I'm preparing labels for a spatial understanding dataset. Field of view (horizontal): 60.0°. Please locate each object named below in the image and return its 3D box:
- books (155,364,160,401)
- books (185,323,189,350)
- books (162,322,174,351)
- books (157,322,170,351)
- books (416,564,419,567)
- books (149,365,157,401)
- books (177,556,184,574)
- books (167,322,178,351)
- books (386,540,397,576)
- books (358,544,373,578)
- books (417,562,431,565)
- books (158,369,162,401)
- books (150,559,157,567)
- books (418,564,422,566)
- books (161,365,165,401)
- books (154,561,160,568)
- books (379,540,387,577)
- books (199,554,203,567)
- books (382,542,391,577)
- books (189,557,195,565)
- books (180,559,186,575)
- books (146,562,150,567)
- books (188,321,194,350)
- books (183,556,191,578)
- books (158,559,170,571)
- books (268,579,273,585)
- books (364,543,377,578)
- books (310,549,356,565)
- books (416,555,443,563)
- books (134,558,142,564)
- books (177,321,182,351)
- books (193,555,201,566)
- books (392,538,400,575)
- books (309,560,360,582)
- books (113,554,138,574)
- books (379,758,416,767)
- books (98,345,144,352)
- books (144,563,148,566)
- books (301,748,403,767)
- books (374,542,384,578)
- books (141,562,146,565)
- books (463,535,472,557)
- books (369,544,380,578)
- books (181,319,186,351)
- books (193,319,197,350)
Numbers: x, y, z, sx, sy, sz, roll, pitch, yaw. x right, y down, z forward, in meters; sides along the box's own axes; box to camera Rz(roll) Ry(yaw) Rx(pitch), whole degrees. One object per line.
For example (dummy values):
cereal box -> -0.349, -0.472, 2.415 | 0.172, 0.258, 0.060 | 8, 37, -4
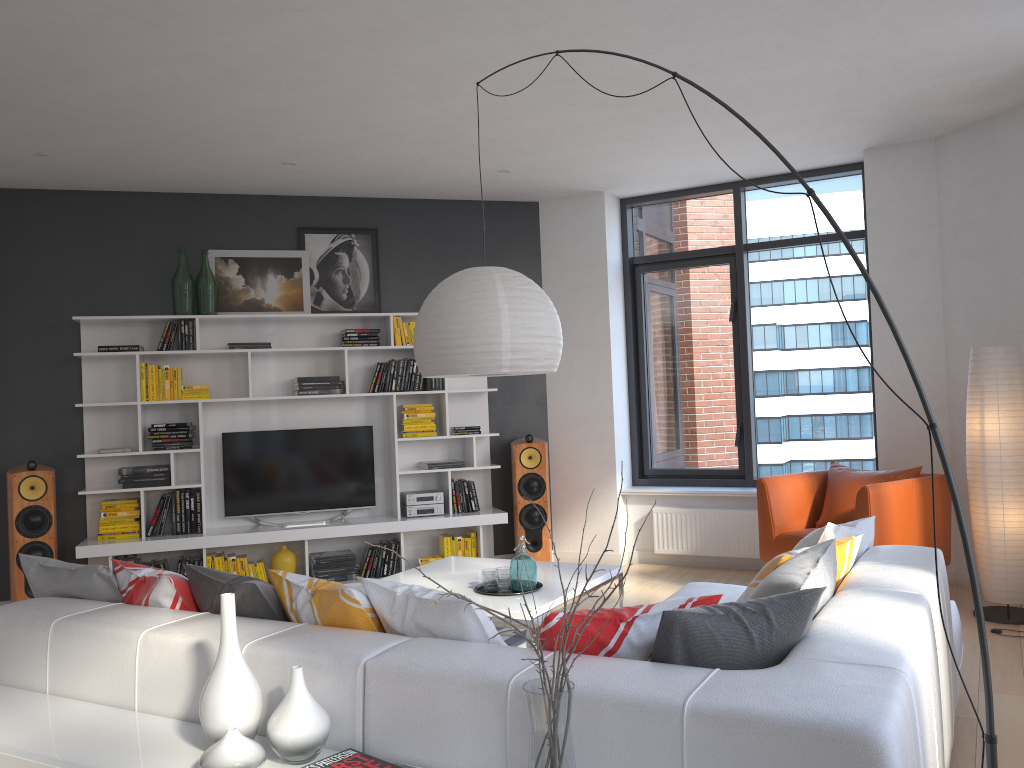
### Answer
books -> -2.537, -0.006, 6.364 | 0.015, 0.263, 0.199 | -2, -1, -17
books -> -2.348, -0.333, 6.414 | 0.021, 0.200, 0.147 | -2, -1, -17
books -> -2.472, -0.334, 6.389 | 0.087, 0.214, 0.171 | -2, -1, -16
books -> -2.501, -0.334, 6.374 | 0.096, 0.213, 0.166 | -2, -1, -18
books -> -0.625, 1.387, 6.781 | 0.196, 0.011, 0.148 | -2, -1, -16
books -> -2.565, -0.003, 6.354 | 0.044, 0.255, 0.198 | -2, -1, -17
books -> -2.363, 1.359, 6.286 | 0.066, 0.260, 0.197 | -2, -1, -17
books -> -2.441, -0.336, 6.385 | 0.074, 0.212, 0.154 | -2, -1, -18
books -> -0.924, 1.313, 6.700 | 0.084, 0.249, 0.191 | -2, -1, -17
books -> -1.102, 1.327, 6.644 | 0.104, 0.234, 0.182 | -2, -1, -16
books -> -0.625, 1.358, 6.778 | 0.187, 0.014, 0.134 | -2, -1, -17
books -> -2.513, 0.010, 6.349 | 0.024, 0.229, 0.156 | -2, -1, -17
books -> -2.498, 1.367, 6.229 | 0.066, 0.255, 0.193 | -2, -1, -17
books -> -0.626, 1.373, 6.761 | 0.169, 0.018, 0.113 | -2, -1, -15
books -> -2.498, -0.003, 6.373 | 0.019, 0.251, 0.180 | -2, -1, -17
books -> -2.467, 1.372, 6.230 | 0.066, 0.242, 0.177 | -2, -1, -17
books -> -0.986, 1.313, 6.684 | 0.075, 0.254, 0.192 | -2, -1, -17
books -> -2.224, 1.354, 6.324 | 0.066, 0.260, 0.197 | -2, -1, -17
books -> -0.959, 1.319, 6.685 | 0.068, 0.243, 0.179 | -2, -1, -18
books -> -2.289, 1.364, 6.291 | 0.071, 0.243, 0.179 | -2, -1, -18
books -> -2.334, 1.368, 6.265 | 0.069, 0.242, 0.172 | -2, -1, -16
books -> -2.522, 1.373, 6.210 | 0.050, 0.242, 0.169 | -2, -1, -17
books -> -2.320, -0.343, 6.423 | 0.038, 0.218, 0.169 | -2, -1, -17
books -> -2.318, 1.360, 6.296 | 0.075, 0.254, 0.192 | -2, -1, -17
books -> -2.434, 1.367, 6.243 | 0.083, 0.249, 0.191 | -2, -1, -17
books -> -1.653, 1.448, 6.492 | 0.204, 0.029, 0.270 | -2, -1, -32
books -> -1.071, 1.327, 6.658 | 0.096, 0.234, 0.187 | -2, -1, -16
books -> -1.343, 1.291, 6.628 | 0.310, 0.047, 0.250 | -2, -1, -21
books -> -0.633, 1.338, 6.789 | 0.186, 0.026, 0.138 | -2, -1, -17
books -> -2.603, 1.364, 6.205 | 0.053, 0.268, 0.202 | -2, -1, -17
books -> -2.395, -0.340, 6.400 | 0.021, 0.221, 0.156 | -2, -1, -17
books -> -2.256, 1.360, 6.313 | 0.084, 0.249, 0.191 | -2, -1, -17
books -> -0.892, 1.307, 6.711 | 0.066, 0.260, 0.197 | -2, -1, -17
books -> -1.327, 1.383, 6.607 | 0.343, 0.137, 0.277 | -2, -1, -22
books -> -2.691, 1.345, 6.185 | 0.128, 0.321, 0.259 | -2, -1, -17
books -> -0.343, 0.898, 1.972 | 0.300, 0.026, 0.245 | -3, -1, 33
books -> -2.763, -0.242, 6.278 | 0.268, 0.046, 0.208 | -2, -1, -13
books -> -2.545, 1.378, 6.211 | 0.049, 0.236, 0.170 | -2, -1, -16
books -> -0.357, 0.872, 1.951 | 0.238, 0.027, 0.188 | -3, -1, 42
books -> -1.001, 1.320, 6.652 | 0.069, 0.242, 0.172 | -2, -1, -16
books -> -2.570, 1.378, 6.211 | 0.053, 0.240, 0.189 | -2, -1, -16
books -> -0.346, 1.299, 6.870 | 0.024, 0.234, 0.172 | -2, -1, -17
books -> -1.037, 1.325, 6.654 | 0.081, 0.233, 0.169 | -2, -1, -18
books -> -2.373, -0.347, 6.412 | 0.025, 0.232, 0.176 | -2, -1, -17
books -> -2.292, -0.351, 6.425 | 0.019, 0.230, 0.174 | -2, -1, -17
